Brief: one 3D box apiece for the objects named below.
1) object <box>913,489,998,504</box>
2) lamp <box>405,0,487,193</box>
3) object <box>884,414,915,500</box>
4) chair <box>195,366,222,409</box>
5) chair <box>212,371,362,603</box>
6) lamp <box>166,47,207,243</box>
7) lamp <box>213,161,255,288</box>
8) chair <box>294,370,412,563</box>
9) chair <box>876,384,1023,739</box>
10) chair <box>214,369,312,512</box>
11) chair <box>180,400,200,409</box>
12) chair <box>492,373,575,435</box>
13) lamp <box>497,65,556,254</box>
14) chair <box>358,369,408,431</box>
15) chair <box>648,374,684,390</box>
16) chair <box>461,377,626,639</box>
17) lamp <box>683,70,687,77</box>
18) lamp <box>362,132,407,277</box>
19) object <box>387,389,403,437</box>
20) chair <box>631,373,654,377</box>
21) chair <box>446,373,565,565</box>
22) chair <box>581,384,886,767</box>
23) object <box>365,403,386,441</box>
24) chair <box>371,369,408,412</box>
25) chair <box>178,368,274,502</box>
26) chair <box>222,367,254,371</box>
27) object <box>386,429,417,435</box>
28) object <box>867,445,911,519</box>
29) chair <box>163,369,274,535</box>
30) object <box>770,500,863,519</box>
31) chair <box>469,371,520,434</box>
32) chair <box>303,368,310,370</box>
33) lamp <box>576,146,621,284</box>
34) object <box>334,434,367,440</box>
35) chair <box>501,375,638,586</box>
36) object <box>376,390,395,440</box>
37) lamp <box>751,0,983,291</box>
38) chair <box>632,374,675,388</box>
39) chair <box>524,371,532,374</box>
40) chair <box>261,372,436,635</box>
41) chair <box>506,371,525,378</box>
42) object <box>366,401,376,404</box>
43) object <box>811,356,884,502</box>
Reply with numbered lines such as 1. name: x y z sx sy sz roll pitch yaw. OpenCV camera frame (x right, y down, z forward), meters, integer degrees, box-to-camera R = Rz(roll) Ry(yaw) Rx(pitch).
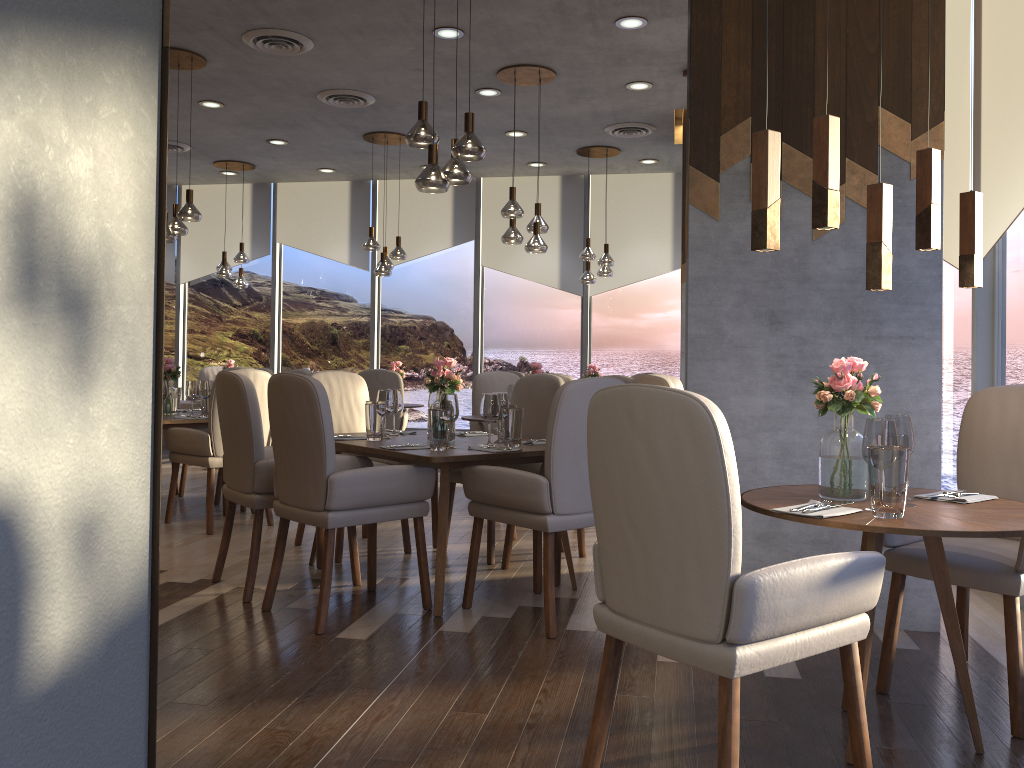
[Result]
1. object: 1.296 0.328 2.610 0.255 0.019 0.157 0 1 -37
2. lamp: -0.320 -1.587 4.354 0.439 1.327 0.439 1 -1 -4
3. object: 1.132 0.213 2.603 0.092 0.244 0.092 0 -1 33
4. chair: -3.329 0.298 10.102 0.528 1.001 0.600 1 0 -27
5. chair: -1.068 0.440 4.158 0.599 1.001 0.528 1 0 -36
6. lamp: -2.409 -1.652 6.285 0.439 1.327 0.439 1 -1 16
7. lamp: -3.037 -1.723 9.656 0.439 1.327 0.439 1 -1 3
8. chair: -0.900 0.426 4.990 0.528 1.001 0.600 1 0 -36
9. chair: 1.548 0.500 2.863 0.599 1.001 0.528 1 0 -37
10. chair: -1.802 0.386 6.520 0.599 1.001 0.528 1 0 -43
11. chair: -3.632 0.307 9.381 0.599 1.001 0.528 1 0 -24
12. chair: 0.167 0.424 5.917 0.528 1.001 0.599 1 0 -13
13. lamp: 0.098 -1.622 6.539 0.439 1.327 0.439 1 -1 18
14. chair: -1.176 0.371 7.794 0.528 1.001 0.599 1 0 -8
15. chair: 1.243 0.428 6.520 0.528 1.001 0.600 1 0 -30
16. chair: 0.156 0.465 3.716 0.528 1.001 0.600 1 0 -42
17. lamp: 1.603 -1.289 5.967 0.118 1.932 1.161 1 -1 -35
18. lamp: -1.201 -1.674 8.412 0.439 1.327 0.439 1 -1 13
19. object: -0.613 0.148 4.612 0.092 0.244 0.092 1 -1 13
20. chair: 1.070 0.392 8.322 0.528 1.001 0.600 1 0 -35
21. chair: -0.030 0.439 4.984 0.599 1.001 0.528 1 0 -41
22. chair: 0.503 0.499 2.115 0.599 1.001 0.528 1 0 -37
23. object: -0.665 0.186 4.308 0.102 0.178 0.102 1 0 0
24. chair: -1.323 0.347 8.945 0.528 1.001 0.599 1 0 -9
25. chair: -2.206 0.373 6.916 0.528 1.001 0.599 0 0 41
26. chair: -2.829 0.324 9.054 0.528 1.001 0.600 1 0 -26
27. object: -0.616 0.258 4.776 0.157 0.019 0.255 0 1 -35
28. object: 0.960 0.250 2.260 0.102 0.178 0.102 1 0 -5
29. chair: -1.855 0.401 5.669 0.600 1.001 0.528 1 0 41
30. object: 0.817 0.326 2.346 0.255 0.019 0.157 0 1 -41
31. chair: -0.068 0.400 7.054 0.528 1.001 0.599 1 0 -13
32. chair: -2.556 0.314 9.817 0.599 1.001 0.528 1 0 -23
33. lamp: 0.853 -1.653 8.821 0.439 1.327 0.439 1 -1 -22
34. object: -0.800 0.262 4.407 0.255 0.019 0.157 0 1 -36
35. chair: 0.321 0.452 4.540 0.599 1.001 0.528 1 0 -36
36. object: -0.632 0.152 4.413 0.092 0.244 0.092 1 -1 6
37. lamp: 1.057 -1.233 2.530 1.161 1.932 0.118 1 -1 -35
38. chair: 1.061 0.442 5.638 0.599 1.001 0.528 1 0 -33
39. chair: 0.413 0.365 9.279 0.528 1.001 0.600 1 0 -36
40. chair: -0.698 0.453 3.725 0.599 1.001 0.528 1 0 -44
41. chair: 0.227 0.377 8.520 0.599 1.001 0.528 1 0 -33
42. object: -0.717 0.179 4.646 0.102 0.178 0.102 1 0 -9
43. object: 0.972 0.126 2.570 0.210 0.416 0.198 1 0 -12
